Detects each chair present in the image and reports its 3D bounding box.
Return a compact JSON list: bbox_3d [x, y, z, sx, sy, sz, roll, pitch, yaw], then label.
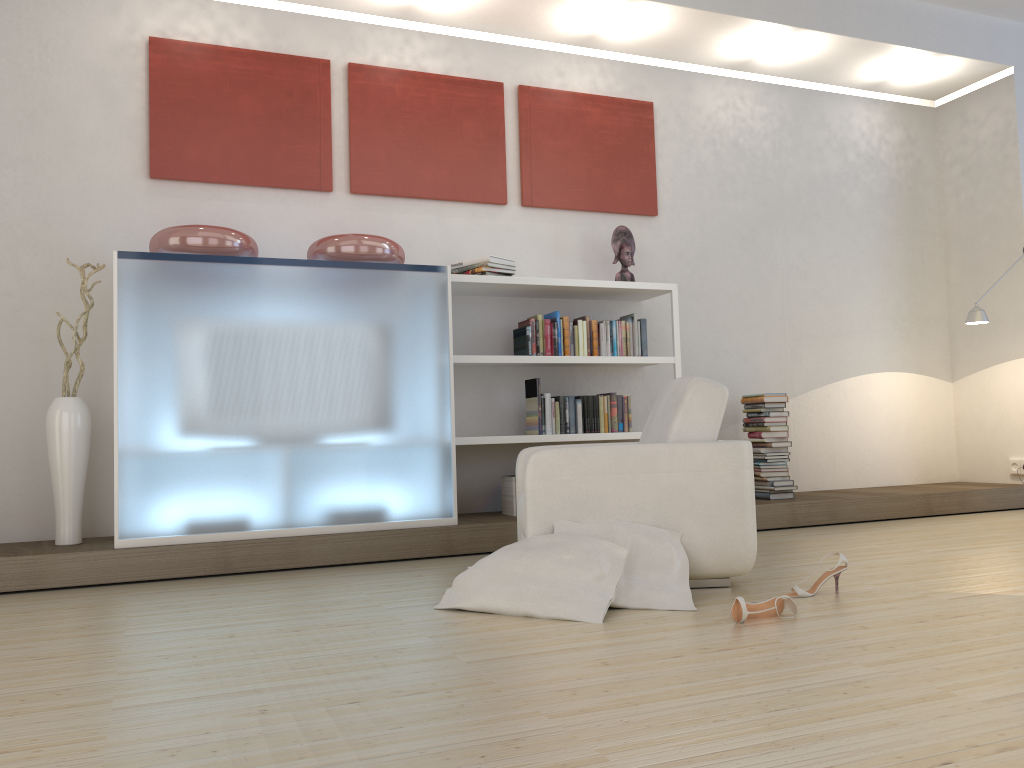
[{"bbox_3d":[0.488,0.391,3.863,0.941,0.828,0.919,-2,-3,-2],"label":"chair"}]

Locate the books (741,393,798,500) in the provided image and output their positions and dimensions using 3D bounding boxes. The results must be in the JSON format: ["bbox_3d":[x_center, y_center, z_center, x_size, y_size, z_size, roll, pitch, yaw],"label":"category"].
[{"bbox_3d":[1.722,0.415,5.933,0.270,0.694,0.329,0,-4,-22],"label":"books"}]

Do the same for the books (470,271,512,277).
[{"bbox_3d":[-0.181,-0.639,5.367,0.287,0.018,0.247,-5,-5,41],"label":"books"}]

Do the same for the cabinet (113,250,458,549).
[{"bbox_3d":[-1.213,0.084,4.768,1.670,1.396,0.689,0,-4,-22],"label":"cabinet"}]

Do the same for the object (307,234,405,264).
[{"bbox_3d":[-0.871,-0.716,4.965,0.534,0.206,0.546,-3,-4,14],"label":"object"}]

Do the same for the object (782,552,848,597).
[{"bbox_3d":[1.133,0.711,3.315,0.265,0.149,0.089,-1,-4,-9],"label":"object"}]

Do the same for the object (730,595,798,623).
[{"bbox_3d":[0.802,0.734,2.927,0.287,0.091,0.121,0,-4,-23],"label":"object"}]

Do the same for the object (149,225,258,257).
[{"bbox_3d":[-1.616,-0.711,4.667,0.546,0.206,0.534,1,-4,-35],"label":"object"}]

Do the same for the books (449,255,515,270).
[{"bbox_3d":[-0.179,-0.721,5.368,0.319,0.038,0.247,-5,-4,39],"label":"books"}]

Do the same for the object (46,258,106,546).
[{"bbox_3d":[-2.158,0.078,4.392,0.277,1.422,0.250,-1,-4,-19],"label":"object"}]

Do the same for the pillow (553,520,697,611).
[{"bbox_3d":[0.347,0.659,3.257,0.615,0.315,0.312,-2,-3,5],"label":"pillow"}]

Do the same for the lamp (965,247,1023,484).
[{"bbox_3d":[3.549,-0.074,6.299,0.891,1.841,0.204,0,-4,-26],"label":"lamp"}]

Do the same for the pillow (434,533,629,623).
[{"bbox_3d":[0.059,0.700,3.223,0.712,0.287,0.299,-4,-4,30],"label":"pillow"}]

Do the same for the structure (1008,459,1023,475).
[{"bbox_3d":[3.721,0.606,6.473,0.028,0.114,0.206,0,-4,-22],"label":"structure"}]

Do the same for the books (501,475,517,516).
[{"bbox_3d":[0.496,0.631,5.426,1.125,0.281,0.274,-1,-4,-15],"label":"books"}]

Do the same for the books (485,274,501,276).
[{"bbox_3d":[-0.176,-0.621,5.361,0.328,0.018,0.247,-5,-5,43],"label":"books"}]

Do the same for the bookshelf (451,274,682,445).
[{"bbox_3d":[0.243,0.082,5.479,1.599,1.396,0.465,0,-4,-22],"label":"bookshelf"}]

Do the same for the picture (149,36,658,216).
[{"bbox_3d":[-0.511,-1.542,5.512,3.227,0.794,0.030,0,-4,-22],"label":"picture"}]

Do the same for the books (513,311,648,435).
[{"bbox_3d":[0.440,-0.066,5.474,0.831,0.743,0.215,0,-4,-22],"label":"books"}]

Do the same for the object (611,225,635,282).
[{"bbox_3d":[0.725,-0.824,5.723,0.133,0.409,0.138,-3,-4,24],"label":"object"}]

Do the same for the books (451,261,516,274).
[{"bbox_3d":[-0.178,-0.688,5.366,0.328,0.027,0.247,-5,-5,43],"label":"books"}]

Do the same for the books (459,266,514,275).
[{"bbox_3d":[-0.165,-0.662,5.349,0.247,0.025,0.287,1,-4,-38],"label":"books"}]
